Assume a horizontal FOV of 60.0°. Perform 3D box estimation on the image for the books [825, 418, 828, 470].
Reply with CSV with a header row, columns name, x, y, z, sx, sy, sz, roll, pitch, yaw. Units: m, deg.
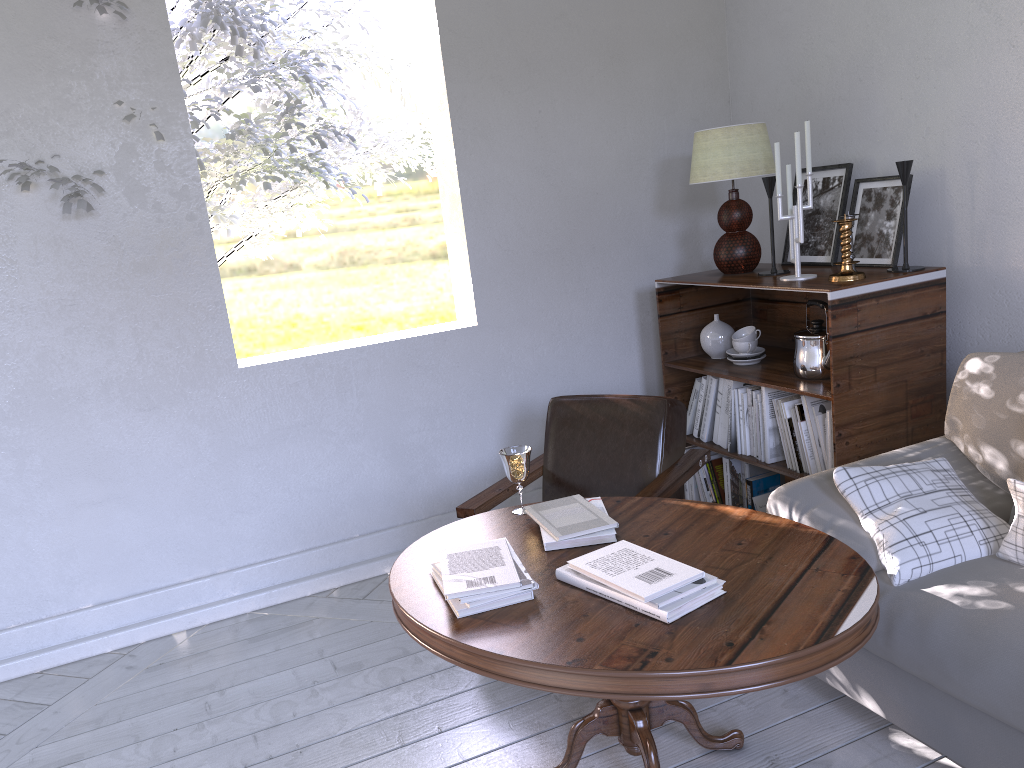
name,x,y,z,sx,sy,sz,roll,pitch,yaw
books,0.901,0.169,2.405,0.115,0.184,0.009,-13,15,-22

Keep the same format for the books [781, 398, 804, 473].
name,x,y,z,sx,sy,sz,roll,pitch,yaw
books,0.846,0.141,2.528,0.130,0.204,0.064,-13,15,-22

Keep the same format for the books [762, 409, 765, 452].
name,x,y,z,sx,sy,sz,roll,pitch,yaw
books,0.796,0.133,2.629,0.115,0.184,0.009,-11,14,-17

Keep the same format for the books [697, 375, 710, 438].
name,x,y,z,sx,sy,sz,roll,pitch,yaw
books,0.695,0.062,2.912,0.152,0.234,0.103,-13,15,-22

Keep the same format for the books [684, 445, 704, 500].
name,x,y,z,sx,sy,sz,roll,pitch,yaw
books,0.671,0.310,3.119,0.148,0.204,0.027,-12,15,-22

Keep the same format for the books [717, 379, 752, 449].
name,x,y,z,sx,sy,sz,roll,pitch,yaw
books,0.745,0.074,2.803,0.174,0.245,0.104,-13,15,-22

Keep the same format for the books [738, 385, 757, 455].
name,x,y,z,sx,sy,sz,roll,pitch,yaw
books,0.759,0.105,2.725,0.130,0.208,0.011,-11,14,-17

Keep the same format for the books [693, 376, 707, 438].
name,x,y,z,sx,sy,sz,roll,pitch,yaw
books,0.688,0.064,2.942,0.160,0.220,0.100,-13,15,-22

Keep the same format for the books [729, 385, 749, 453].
name,x,y,z,sx,sy,sz,roll,pitch,yaw
books,0.724,0.105,2.753,0.120,0.209,0.026,-14,15,-26

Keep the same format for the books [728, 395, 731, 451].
name,x,y,z,sx,sy,sz,roll,pitch,yaw
books,0.722,0.113,2.765,0.120,0.187,0.025,-14,15,-26

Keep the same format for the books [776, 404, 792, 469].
name,x,y,z,sx,sy,sz,roll,pitch,yaw
books,0.837,0.141,2.559,0.124,0.194,0.064,-13,15,-22

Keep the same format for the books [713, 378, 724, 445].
name,x,y,z,sx,sy,sz,roll,pitch,yaw
books,0.733,0.067,2.844,0.172,0.241,0.092,-13,15,-22

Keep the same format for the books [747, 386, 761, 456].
name,x,y,z,sx,sy,sz,roll,pitch,yaw
books,0.779,0.105,2.700,0.129,0.214,0.020,-11,14,-17

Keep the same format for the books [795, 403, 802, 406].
name,x,y,z,sx,sy,sz,roll,pitch,yaw
books,0.870,0.145,2.503,0.114,0.201,0.060,-13,15,-22

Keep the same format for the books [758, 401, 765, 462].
name,x,y,z,sx,sy,sz,roll,pitch,yaw
books,0.787,0.132,2.635,0.115,0.185,0.009,-11,14,-17

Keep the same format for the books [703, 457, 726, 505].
name,x,y,z,sx,sy,sz,roll,pitch,yaw
books,0.729,0.340,2.967,0.136,0.201,0.108,-13,14,-22

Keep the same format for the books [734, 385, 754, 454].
name,x,y,z,sx,sy,sz,roll,pitch,yaw
books,0.748,0.105,2.733,0.130,0.208,0.011,-11,14,-17

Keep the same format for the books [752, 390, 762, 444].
name,x,y,z,sx,sy,sz,roll,pitch,yaw
books,0.789,0.111,2.675,0.130,0.208,0.011,-11,14,-17

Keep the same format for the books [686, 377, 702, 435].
name,x,y,z,sx,sy,sz,roll,pitch,yaw
books,0.666,0.064,2.979,0.160,0.212,0.126,-12,14,-22

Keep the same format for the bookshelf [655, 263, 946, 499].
name,x,y,z,sx,sy,sz,roll,pitch,yaw
bookshelf,0.863,0.061,2.742,0.400,0.808,0.793,-13,14,-22

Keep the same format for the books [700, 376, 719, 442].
name,x,y,z,sx,sy,sz,roll,pitch,yaw
books,0.705,0.066,2.882,0.172,0.238,0.111,-13,14,-22

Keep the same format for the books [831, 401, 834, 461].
name,x,y,z,sx,sy,sz,roll,pitch,yaw
books,0.910,0.148,2.361,0.126,0.239,0.017,-13,15,-22

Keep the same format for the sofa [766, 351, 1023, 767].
name,x,y,z,sx,sy,sz,roll,pitch,yaw
sofa,1.245,0.399,1.270,0.765,0.689,1.849,-12,13,-22

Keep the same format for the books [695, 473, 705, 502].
name,x,y,z,sx,sy,sz,roll,pitch,yaw
books,0.694,0.338,3.041,0.128,0.179,0.066,-13,15,-22

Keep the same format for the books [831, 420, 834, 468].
name,x,y,z,sx,sy,sz,roll,pitch,yaw
books,0.908,0.173,2.379,0.115,0.184,0.009,-13,15,-22

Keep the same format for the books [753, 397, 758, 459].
name,x,y,z,sx,sy,sz,roll,pitch,yaw
books,0.785,0.124,2.663,0.120,0.190,0.012,-11,14,-17

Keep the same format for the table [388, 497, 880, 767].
name,x,y,z,sx,sy,sz,roll,pitch,yaw
table,0.218,0.553,1.737,0.948,0.436,0.732,2,15,36

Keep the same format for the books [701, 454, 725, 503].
name,x,y,z,sx,sy,sz,roll,pitch,yaw
books,0.716,0.337,3.000,0.127,0.196,0.087,-13,15,-22

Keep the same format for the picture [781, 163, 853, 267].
name,x,y,z,sx,sy,sz,roll,pitch,yaw
picture,0.949,-0.523,2.769,0.095,0.303,0.230,-13,14,-22

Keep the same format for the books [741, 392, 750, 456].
name,x,y,z,sx,sy,sz,roll,pitch,yaw
books,0.764,0.112,2.714,0.124,0.197,0.015,-11,14,-17

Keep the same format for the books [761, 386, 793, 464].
name,x,y,z,sx,sy,sz,roll,pitch,yaw
books,0.797,0.108,2.610,0.126,0.239,0.017,-11,14,-17

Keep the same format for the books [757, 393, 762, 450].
name,x,y,z,sx,sy,sz,roll,pitch,yaw
books,0.789,0.119,2.643,0.114,0.206,0.008,-11,14,-17

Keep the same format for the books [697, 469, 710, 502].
name,x,y,z,sx,sy,sz,roll,pitch,yaw
books,0.704,0.345,3.016,0.128,0.176,0.080,-13,14,-22

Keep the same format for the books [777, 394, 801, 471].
name,x,y,z,sx,sy,sz,roll,pitch,yaw
books,0.839,0.135,2.542,0.129,0.212,0.073,-13,15,-22

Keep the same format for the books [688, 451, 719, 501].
name,x,y,z,sx,sy,sz,roll,pitch,yaw
books,0.679,0.323,3.087,0.134,0.186,0.030,-12,15,-22

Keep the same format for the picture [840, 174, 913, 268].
name,x,y,z,sx,sy,sz,roll,pitch,yaw
picture,1.046,-0.465,2.553,0.080,0.254,0.200,-13,14,-22

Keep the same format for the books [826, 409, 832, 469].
name,x,y,z,sx,sy,sz,roll,pitch,yaw
books,0.900,0.160,2.393,0.114,0.206,0.008,-13,15,-22

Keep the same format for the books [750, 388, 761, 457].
name,x,y,z,sx,sy,sz,roll,pitch,yaw
books,0.785,0.110,2.685,0.130,0.208,0.011,-11,14,-17

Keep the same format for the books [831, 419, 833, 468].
name,x,y,z,sx,sy,sz,roll,pitch,yaw
books,0.910,0.170,2.390,0.115,0.185,0.009,-13,15,-22

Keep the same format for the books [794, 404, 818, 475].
name,x,y,z,sx,sy,sz,roll,pitch,yaw
books,0.868,0.148,2.480,0.130,0.204,0.064,-13,15,-22

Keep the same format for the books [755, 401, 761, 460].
name,x,y,z,sx,sy,sz,roll,pitch,yaw
books,0.783,0.130,2.652,0.115,0.184,0.009,-11,14,-17
